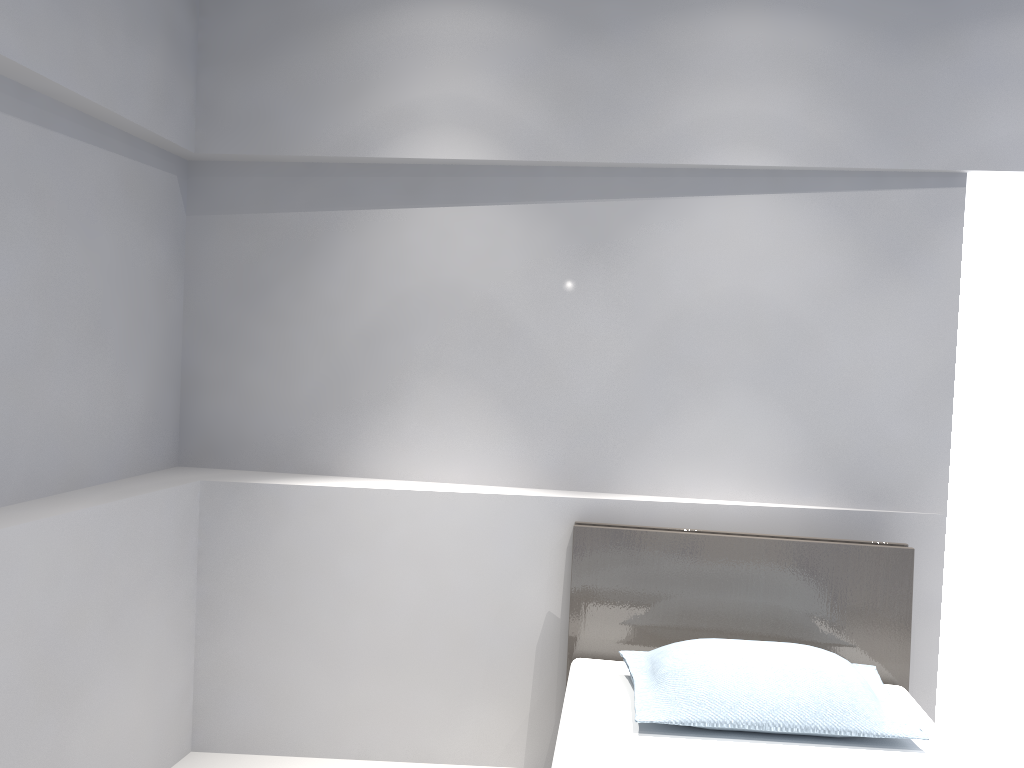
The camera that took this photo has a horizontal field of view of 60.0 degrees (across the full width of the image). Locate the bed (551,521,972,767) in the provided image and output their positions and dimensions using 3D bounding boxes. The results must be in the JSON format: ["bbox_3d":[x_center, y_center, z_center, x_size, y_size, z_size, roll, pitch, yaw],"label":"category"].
[{"bbox_3d":[0.518,0.872,1.688,1.411,0.752,2.319,3,2,7],"label":"bed"}]

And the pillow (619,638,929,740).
[{"bbox_3d":[0.677,0.802,2.388,0.746,0.173,0.417,3,2,2],"label":"pillow"}]
